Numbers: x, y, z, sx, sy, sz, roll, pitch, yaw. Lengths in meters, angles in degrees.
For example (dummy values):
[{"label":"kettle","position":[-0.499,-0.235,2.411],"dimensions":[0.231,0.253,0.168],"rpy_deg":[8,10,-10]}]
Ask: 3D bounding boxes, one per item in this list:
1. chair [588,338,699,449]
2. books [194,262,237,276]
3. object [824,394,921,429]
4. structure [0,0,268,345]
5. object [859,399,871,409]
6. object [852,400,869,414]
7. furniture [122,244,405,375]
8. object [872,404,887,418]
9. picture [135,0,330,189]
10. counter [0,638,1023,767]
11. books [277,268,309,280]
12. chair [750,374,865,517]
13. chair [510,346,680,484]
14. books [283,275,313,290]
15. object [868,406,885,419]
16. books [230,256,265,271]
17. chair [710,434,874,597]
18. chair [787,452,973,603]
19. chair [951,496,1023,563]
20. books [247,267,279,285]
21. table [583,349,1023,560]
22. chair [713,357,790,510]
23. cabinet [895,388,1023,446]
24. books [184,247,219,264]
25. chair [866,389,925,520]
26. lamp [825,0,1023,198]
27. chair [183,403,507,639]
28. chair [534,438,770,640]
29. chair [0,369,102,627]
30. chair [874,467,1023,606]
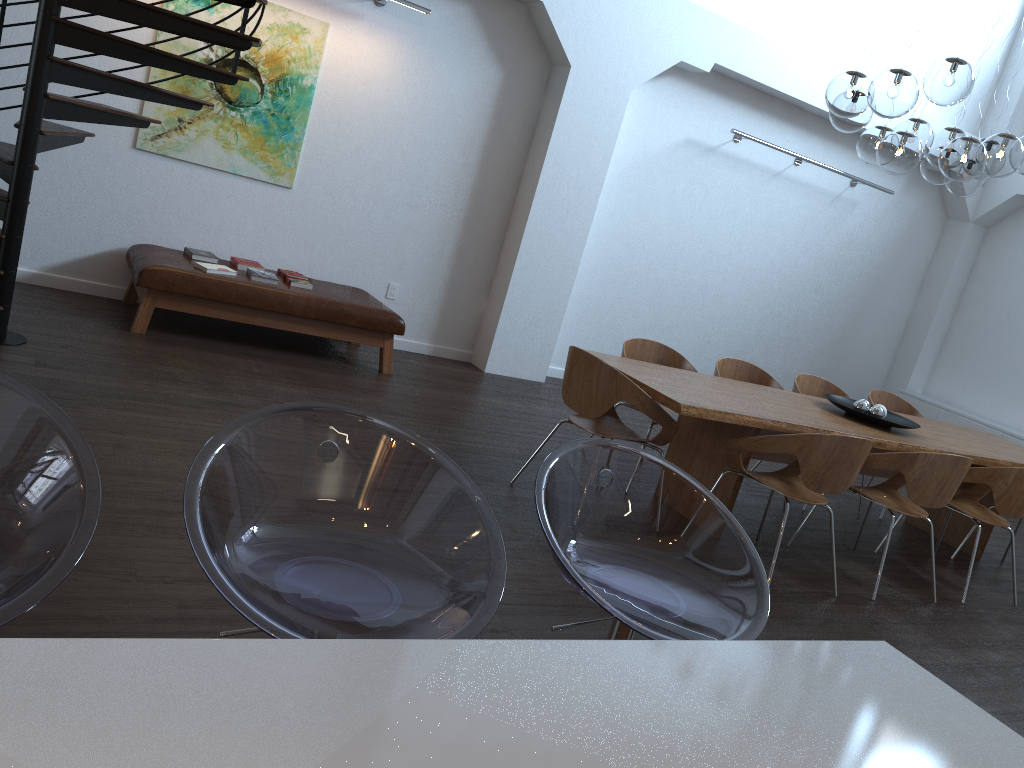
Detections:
[{"label":"chair","position":[0.882,0.191,5.520],"dimensions":[0.629,0.830,0.617],"rpy_deg":[10,13,-30]},{"label":"books","position":[-1.966,-0.765,5.888],"dimensions":[0.161,0.031,0.223],"rpy_deg":[25,14,37]},{"label":"object","position":[2.232,0.194,5.531],"dimensions":[0.592,0.066,0.592],"rpy_deg":[20,12,17]},{"label":"structure","position":[-2.153,-2.299,4.284],"dimensions":[1.998,4.352,1.998],"rpy_deg":[21,12,20]},{"label":"object","position":[2.216,0.144,5.608],"dimensions":[0.100,0.100,0.100],"rpy_deg":[19,12,14]},{"label":"object","position":[2.169,0.149,5.519],"dimensions":[0.100,0.100,0.100],"rpy_deg":[19,12,14]},{"label":"furniture","position":[-1.762,-0.543,6.309],"dimensions":[1.819,0.453,0.907],"rpy_deg":[10,13,-30]},{"label":"object","position":[2.310,0.177,5.590],"dimensions":[0.100,0.100,0.100],"rpy_deg":[19,12,14]},{"label":"picture","position":[-1.935,-2.096,6.200],"dimensions":[1.095,1.200,0.010],"rpy_deg":[10,13,-30]},{"label":"counter","position":[-0.195,0.649,1.821],"dimensions":[3.039,0.860,8.182],"rpy_deg":[23,13,30]},{"label":"books","position":[-1.612,-0.799,6.518],"dimensions":[0.161,0.036,0.224],"rpy_deg":[8,14,-35]},{"label":"chair","position":[2.189,0.411,6.289],"dimensions":[0.629,0.833,0.618],"rpy_deg":[10,13,-30]},{"label":"chair","position":[0.485,0.261,4.655],"dimensions":[0.618,0.833,0.629],"rpy_deg":[8,14,-34]},{"label":"books","position":[-1.510,-0.717,6.267],"dimensions":[0.161,0.032,0.224],"rpy_deg":[10,13,-30]},{"label":"object","position":[2.260,0.185,5.500],"dimensions":[0.100,0.100,0.100],"rpy_deg":[19,12,14]},{"label":"books","position":[-1.893,-0.850,6.351],"dimensions":[0.197,0.043,0.283],"rpy_deg":[9,13,-30]},{"label":"chair","position":[1.392,0.555,4.515],"dimensions":[0.629,0.833,0.618],"rpy_deg":[9,14,-31]},{"label":"chair","position":[2.069,0.673,4.886],"dimensions":[0.629,0.833,0.618],"rpy_deg":[10,13,-30]},{"label":"chair","position":[3.382,0.895,5.642],"dimensions":[0.629,0.833,0.618],"rpy_deg":[10,13,-30]},{"label":"books","position":[-1.712,-0.739,6.087],"dimensions":[0.185,0.040,0.247],"rpy_deg":[10,13,-27]},{"label":"table","position":[2.124,0.578,5.616],"dimensions":[3.803,0.750,1.012],"rpy_deg":[10,13,-29]},{"label":"chair","position":[1.542,0.306,5.895],"dimensions":[0.629,0.833,0.618],"rpy_deg":[10,13,-28]},{"label":"cabinet","position":[5.599,1.229,7.634],"dimensions":[0.478,0.626,5.580],"rpy_deg":[10,13,-30]},{"label":"books","position":[-2.176,-0.901,6.210],"dimensions":[0.183,0.044,0.254],"rpy_deg":[8,14,-35]},{"label":"chair","position":[2.863,0.528,6.663],"dimensions":[0.629,0.833,0.618],"rpy_deg":[10,13,-30]},{"label":"lamp","position":[2.635,-2.148,4.887],"dimensions":[1.787,2.140,0.849],"rpy_deg":[9,13,-31]},{"label":"chair","position":[-0.356,0.587,1.492],"dimensions":[0.530,1.014,0.481],"rpy_deg":[9,14,-32]},{"label":"chair","position":[0.174,0.670,1.828],"dimensions":[0.530,1.014,0.481],"rpy_deg":[10,13,-28]},{"label":"chair","position":[-0.909,0.489,1.191],"dimensions":[0.530,1.014,0.481],"rpy_deg":[9,14,-32]},{"label":"chair","position":[2.724,0.784,5.263],"dimensions":[0.629,0.833,0.618],"rpy_deg":[10,13,-30]}]
